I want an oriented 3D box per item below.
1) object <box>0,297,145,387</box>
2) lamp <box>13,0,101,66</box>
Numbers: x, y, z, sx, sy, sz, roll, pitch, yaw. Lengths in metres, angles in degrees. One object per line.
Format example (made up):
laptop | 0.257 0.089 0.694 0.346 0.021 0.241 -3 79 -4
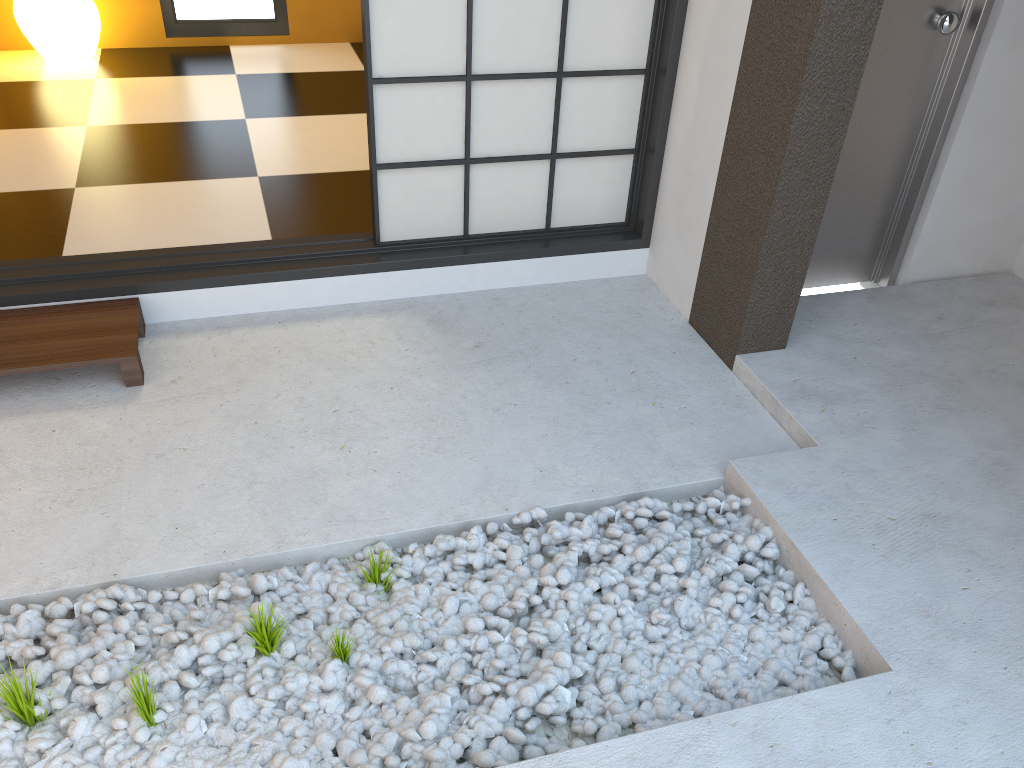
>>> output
object | -1.446 -0.089 2.553 0.700 0.106 0.335 -8 37 -15
lamp | -2.269 -1.856 4.397 0.383 0.523 0.380 -16 40 -24
